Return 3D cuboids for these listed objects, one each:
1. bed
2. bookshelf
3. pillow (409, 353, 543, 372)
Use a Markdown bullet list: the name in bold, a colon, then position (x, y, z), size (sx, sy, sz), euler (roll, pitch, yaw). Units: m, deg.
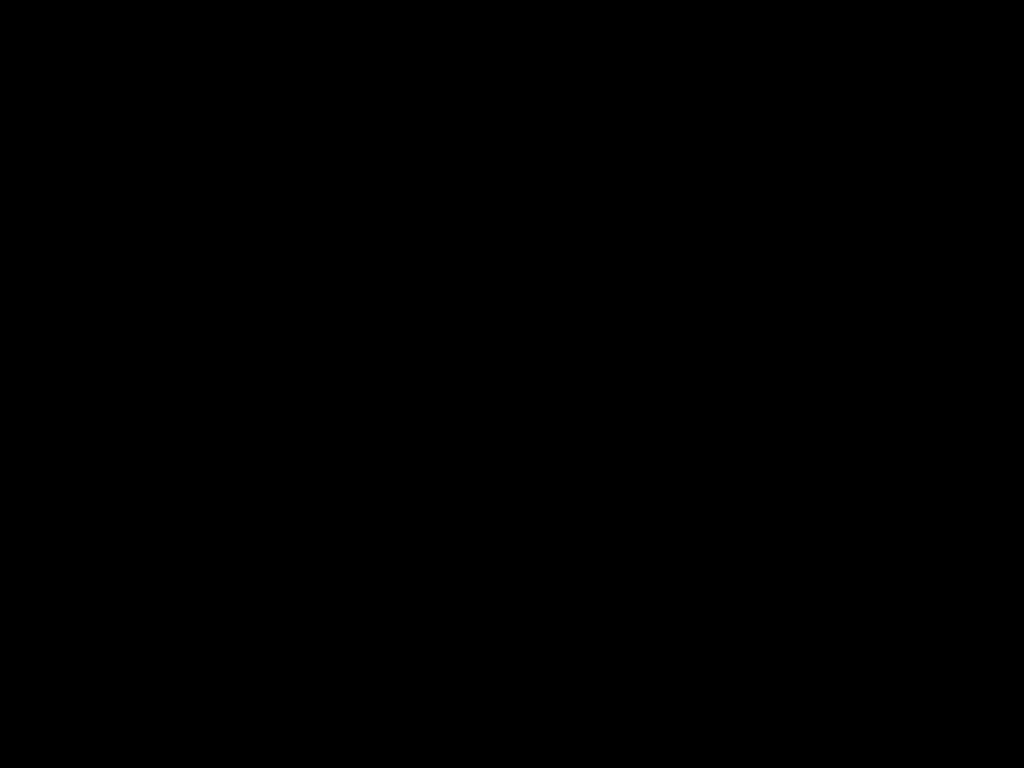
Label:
- **bed**: position (-0.577, -0.320, 0.705), size (2.087, 0.994, 3.009), euler (4, -3, 2)
- **bookshelf**: position (-0.550, 0.128, 2.508), size (1.495, 0.303, 0.643), euler (4, -3, 2)
- **pillow**: position (-0.222, -0.129, 2.265), size (0.498, 0.241, 0.470), euler (6, -4, -33)
